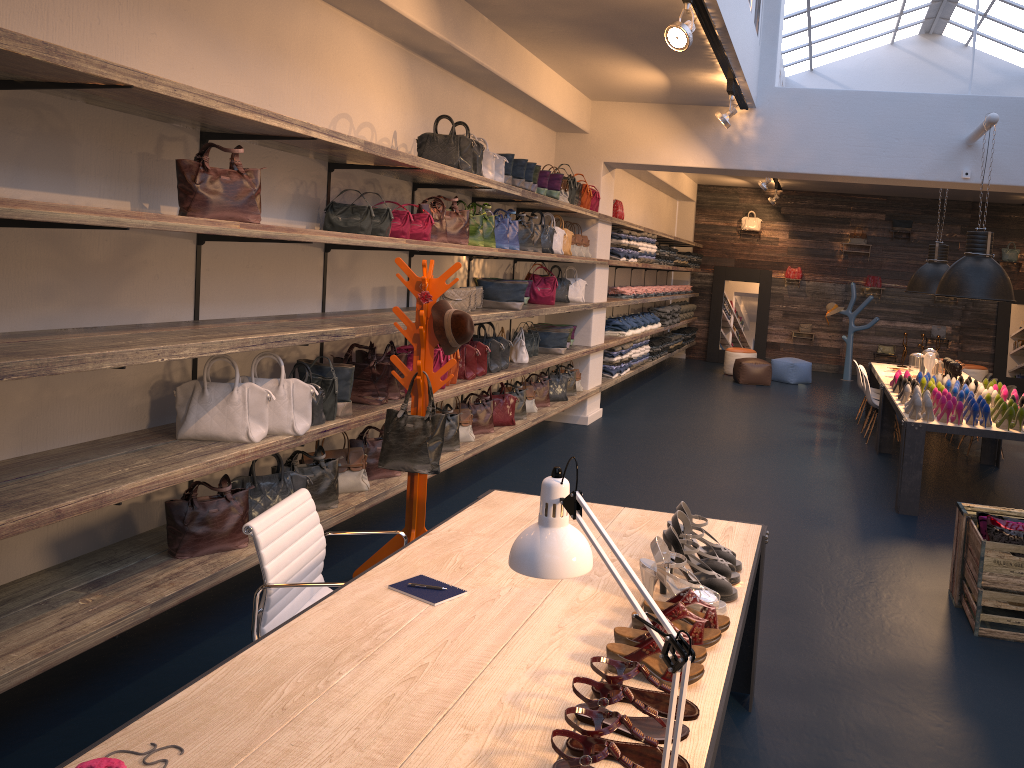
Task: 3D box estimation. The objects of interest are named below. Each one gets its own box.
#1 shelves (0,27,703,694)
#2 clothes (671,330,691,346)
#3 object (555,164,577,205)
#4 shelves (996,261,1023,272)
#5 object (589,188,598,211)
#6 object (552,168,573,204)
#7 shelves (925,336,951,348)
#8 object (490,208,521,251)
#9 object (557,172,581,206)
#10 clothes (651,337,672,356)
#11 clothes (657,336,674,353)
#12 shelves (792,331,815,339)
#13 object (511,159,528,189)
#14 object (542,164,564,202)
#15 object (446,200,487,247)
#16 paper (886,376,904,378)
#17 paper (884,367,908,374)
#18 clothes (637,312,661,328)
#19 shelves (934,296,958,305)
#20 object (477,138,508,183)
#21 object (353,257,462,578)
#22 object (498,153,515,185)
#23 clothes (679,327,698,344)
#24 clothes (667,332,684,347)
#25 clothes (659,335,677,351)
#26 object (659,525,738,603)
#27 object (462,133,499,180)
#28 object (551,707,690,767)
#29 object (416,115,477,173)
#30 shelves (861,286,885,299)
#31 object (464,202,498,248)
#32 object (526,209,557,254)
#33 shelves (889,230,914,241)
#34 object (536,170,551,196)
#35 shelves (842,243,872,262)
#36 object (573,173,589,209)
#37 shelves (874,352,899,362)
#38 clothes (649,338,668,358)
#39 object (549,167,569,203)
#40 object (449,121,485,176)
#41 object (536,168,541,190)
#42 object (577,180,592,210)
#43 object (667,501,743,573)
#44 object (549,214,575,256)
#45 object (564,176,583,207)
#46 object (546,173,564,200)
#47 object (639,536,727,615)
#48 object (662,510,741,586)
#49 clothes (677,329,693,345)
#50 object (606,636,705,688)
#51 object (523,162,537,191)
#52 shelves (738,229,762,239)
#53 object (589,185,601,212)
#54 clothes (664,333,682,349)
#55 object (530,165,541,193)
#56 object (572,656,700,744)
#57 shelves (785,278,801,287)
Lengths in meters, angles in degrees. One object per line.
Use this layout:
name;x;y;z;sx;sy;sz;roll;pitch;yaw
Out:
shelves;4.329;-0.310;8.453;8.318;2.212;17.596;7;9;17
clothes;3.124;-0.863;16.105;0.355;0.297;0.343;6;7;18
object;0.490;-1.929;8.401;0.287;0.408;0.140;5;4;9
shelves;9.326;-2.205;16.280;0.437;0.176;0.255;6;7;13
object;0.777;-1.955;9.204;0.321;0.282;0.242;-1;8;-38
object;0.440;-1.884;8.265;0.287;0.350;0.140;5;5;9
shelves;8.134;-0.792;16.591;0.437;0.182;0.255;6;7;13
object;-0.065;-1.252;7.010;0.407;0.337;0.200;-1;7;-38
object;0.495;-1.930;8.590;0.314;0.336;0.266;0;7;-33
clothes;2.383;-0.621;14.051;0.334;0.297;0.324;7;7;21
clothes;2.496;-0.663;14.553;0.392;0.250;0.370;8;8;24
shelves;5.717;-0.946;17.048;0.437;0.142;0.255;6;7;13
object;-0.069;-1.660;6.820;0.401;0.230;0.186;6;6;15
object;0.319;-1.842;7.931;0.332;0.333;0.175;7;6;25
object;-0.340;-1.150;6.224;0.408;0.321;0.182;0;7;-36
paper;4.670;-0.073;10.132;0.782;0.014;0.309;-1;10;-35
paper;4.850;-0.169;10.882;0.315;0.014;0.770;9;9;26
clothes;2.069;-0.990;13.374;0.409;0.239;0.447;6;8;15
shelves;8.274;-1.612;16.539;0.479;0.183;0.210;6;7;12
object;-0.231;-1.664;6.464;0.416;0.329;0.198;5;5;8
object;-0.483;0.211;4.565;0.410;1.720;0.482;8;6;42
object;-0.135;-1.643;6.633;0.313;0.243;0.197;9;7;34
clothes;3.398;-0.960;16.916;0.350;0.297;0.679;7;8;19
clothes;2.920;-0.804;15.743;0.403;0.250;0.360;6;7;12
clothes;2.635;-0.709;14.943;0.403;0.250;0.360;6;7;12
object;0.596;0.572;2.792;0.278;0.222;0.120;5;5;2
object;-0.302;-1.640;6.263;0.419;0.329;0.197;5;5;6
object;0.226;0.755;1.784;0.269;0.090;0.224;6;8;14
object;-0.441;-1.619;5.860;0.418;0.384;0.197;5;5;6
shelves;6.960;-1.763;16.760;0.437;0.209;0.255;6;7;13
object;-0.249;-1.190;6.490;0.407;0.337;0.200;-1;7;-38
object;0.220;-1.372;7.795;0.461;0.384;0.178;-1;7;-38
shelves;7.445;-2.833;16.608;0.437;0.177;0.255;6;7;13
object;0.133;-1.748;7.544;0.408;0.234;0.183;5;6;8
shelves;6.653;-2.544;16.776;0.540;0.315;0.254;6;6;12
object;0.647;-1.980;8.913;0.270;0.383;0.213;1;6;-26
shelves;7.222;-0.511;16.780;0.437;0.156;0.255;6;7;13
clothes;2.269;-0.582;13.727;0.340;0.297;0.319;6;6;15
object;0.377;-1.861;8.095;0.332;0.333;0.175;7;6;25
object;-0.391;-1.643;6.056;0.411;0.384;0.200;6;5;13
object;0.041;-1.731;7.378;0.403;0.234;0.185;6;6;13
object;0.692;-1.969;9.045;0.270;0.329;0.213;1;6;-26
object;0.687;0.537;3.081;0.271;0.222;0.123;6;5;12
object;0.425;-1.441;8.380;0.461;0.384;0.178;-1;7;-38
object;0.541;-1.955;8.783;0.357;0.337;0.229;7;6;20
object;0.260;-1.765;7.730;0.401;0.234;0.186;6;6;15
object;0.527;0.586;2.659;0.278;0.222;0.120;5;5;3
object;0.645;0.553;2.949;0.270;0.222;0.124;6;5;13
clothes;3.228;-0.902;16.428;0.362;0.297;0.326;5;6;4
object;0.363;0.692;2.205;0.254;0.116;0.102;5;6;6
object;-0.009;-1.680;6.989;0.411;0.230;0.181;5;6;5
shelves;4.696;-2.952;17.133;0.437;0.156;0.255;6;7;13
object;0.802;-1.987;9.307;0.263;0.309;0.206;2;6;-23
clothes;2.780;-0.758;15.353;0.392;0.250;0.370;8;8;24
object;0.033;-1.702;7.179;0.408;0.234;0.183;5;6;8
object;0.293;0.726;2.022;0.269;0.090;0.234;7;8;18
shelves;5.515;-1.982;17.027;0.294;0.156;0.255;6;7;14
